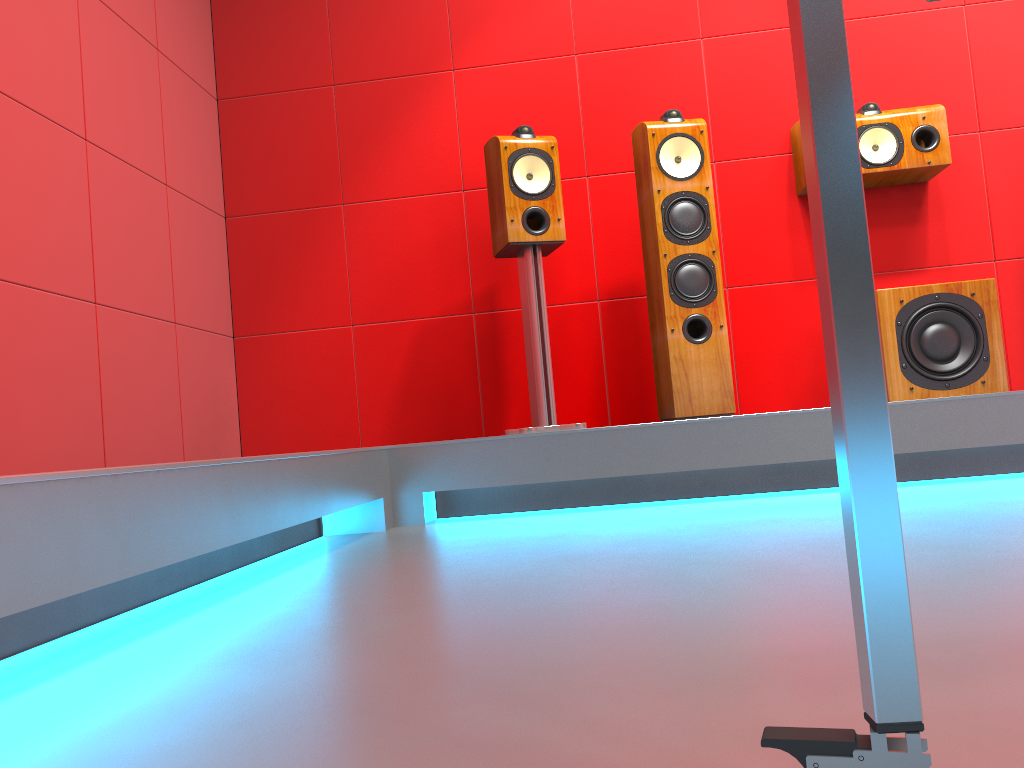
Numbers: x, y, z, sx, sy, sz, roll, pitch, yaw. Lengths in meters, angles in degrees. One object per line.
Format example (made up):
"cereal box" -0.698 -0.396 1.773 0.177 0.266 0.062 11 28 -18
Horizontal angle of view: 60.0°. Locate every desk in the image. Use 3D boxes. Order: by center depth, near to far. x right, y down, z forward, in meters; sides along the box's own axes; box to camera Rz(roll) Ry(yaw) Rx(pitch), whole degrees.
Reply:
"desk" 0.891 -0.165 0.176 1.617 0.690 0.594 -5 -3 5

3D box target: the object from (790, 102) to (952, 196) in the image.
"object" 1.328 -0.893 3.310 0.493 0.271 0.235 -5 -3 5

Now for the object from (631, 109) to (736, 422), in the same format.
"object" 0.580 -0.402 3.037 0.203 1.052 0.238 -5 -3 -5

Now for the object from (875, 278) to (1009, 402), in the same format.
"object" 1.363 -0.127 2.942 0.360 0.360 0.360 -5 -3 5

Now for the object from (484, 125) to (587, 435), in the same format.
"object" 0.068 -0.357 3.086 0.231 1.058 0.265 -4 -4 -15
